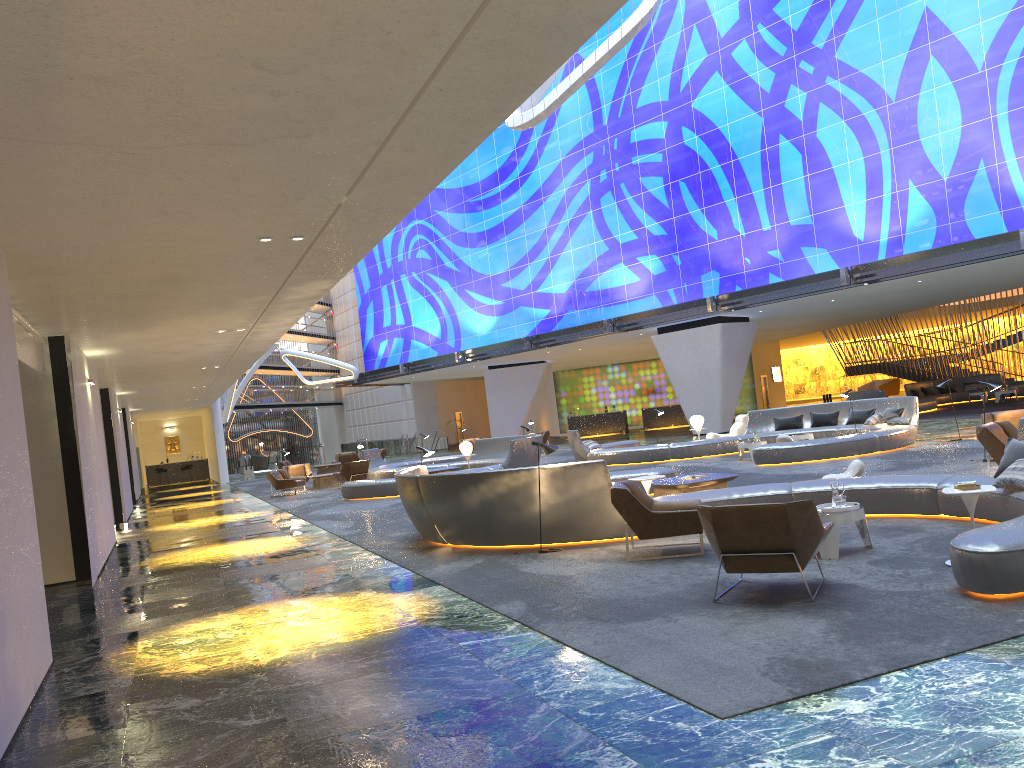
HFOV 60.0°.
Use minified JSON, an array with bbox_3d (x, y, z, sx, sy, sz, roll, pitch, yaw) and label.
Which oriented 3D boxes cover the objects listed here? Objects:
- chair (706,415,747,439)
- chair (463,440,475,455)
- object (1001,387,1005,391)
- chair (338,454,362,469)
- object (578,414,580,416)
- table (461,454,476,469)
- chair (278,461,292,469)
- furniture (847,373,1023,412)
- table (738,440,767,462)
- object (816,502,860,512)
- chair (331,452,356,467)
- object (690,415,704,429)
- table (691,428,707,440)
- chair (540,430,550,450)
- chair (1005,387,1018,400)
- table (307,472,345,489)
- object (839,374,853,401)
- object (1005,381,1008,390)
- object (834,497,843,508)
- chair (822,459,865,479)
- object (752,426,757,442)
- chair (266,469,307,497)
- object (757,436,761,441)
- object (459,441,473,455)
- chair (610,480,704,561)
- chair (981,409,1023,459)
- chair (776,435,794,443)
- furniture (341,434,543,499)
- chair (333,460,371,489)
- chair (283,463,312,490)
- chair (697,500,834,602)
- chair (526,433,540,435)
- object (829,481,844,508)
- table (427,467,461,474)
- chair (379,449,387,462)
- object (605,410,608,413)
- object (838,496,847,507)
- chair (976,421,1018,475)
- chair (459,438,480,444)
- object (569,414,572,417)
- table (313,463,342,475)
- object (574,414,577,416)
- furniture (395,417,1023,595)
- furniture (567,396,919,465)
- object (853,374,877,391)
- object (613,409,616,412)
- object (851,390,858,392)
[{"bbox_3d":[5.862,1.313,23.886,1.157,0.882,0.729,-7,-1,-2],"label":"chair"},{"bbox_3d":[-1.358,2.522,33.943,0.939,0.766,0.929,-7,-1,12],"label":"chair"},{"bbox_3d":[17.736,0.186,32.031,0.151,0.118,0.071,-7,0,14],"label":"object"},{"bbox_3d":[-6.200,3.098,34.550,0.931,0.766,0.937,-7,-1,30],"label":"chair"},{"bbox_3d":[3.484,1.603,45.996,0.072,0.070,0.073,-7,-1,13],"label":"object"},{"bbox_3d":[-1.191,2.271,24.602,0.417,0.595,0.428,-6,-1,-23],"label":"table"},{"bbox_3d":[-8.667,3.398,35.069,0.939,0.766,0.929,-7,-1,3],"label":"chair"},{"bbox_3d":[15.320,0.446,33.113,9.923,0.969,5.189,-6,-2,-5],"label":"furniture"},{"bbox_3d":[5.230,1.480,19.401,0.672,0.406,0.672,-7,-2,30],"label":"table"},{"bbox_3d":[3.046,1.151,8.285,0.380,0.038,0.382,-6,-2,-30],"label":"object"},{"bbox_3d":[-7.047,3.286,37.375,0.929,0.766,0.939,-7,-1,5],"label":"chair"},{"bbox_3d":[5.104,1.048,24.443,0.366,0.387,0.318,-6,-1,-40],"label":"object"},{"bbox_3d":[5.167,1.537,24.494,0.428,0.595,0.417,-7,-1,42],"label":"table"},{"bbox_3d":[1.036,2.302,35.645,0.938,0.766,0.930,-6,-1,-13],"label":"chair"},{"bbox_3d":[18.247,0.357,32.475,0.491,0.501,0.587,-6,-1,-5],"label":"chair"},{"bbox_3d":[-5.684,2.991,27.415,1.201,0.392,1.205,-6,-2,-22],"label":"table"},{"bbox_3d":[18.095,0.285,47.954,0.477,1.664,1.203,-7,0,33],"label":"object"},{"bbox_3d":[17.805,0.054,31.902,0.076,0.356,0.066,-7,0,-30],"label":"object"},{"bbox_3d":[3.019,1.107,8.188,0.071,0.118,0.071,-6,-1,-39],"label":"object"},{"bbox_3d":[4.452,1.279,11.839,0.587,0.501,0.490,-7,-1,13],"label":"chair"},{"bbox_3d":[5.307,1.086,19.331,0.076,0.356,0.066,-7,0,35],"label":"object"},{"bbox_3d":[-6.567,2.860,25.821,0.939,0.766,0.929,-7,-1,12],"label":"chair"},{"bbox_3d":[5.401,1.199,19.461,0.071,0.118,0.151,-6,-1,-12],"label":"object"},{"bbox_3d":[-1.274,1.784,24.558,0.366,0.387,0.318,-6,-1,-15],"label":"object"},{"bbox_3d":[1.560,1.398,9.331,0.939,0.766,0.929,-7,-1,12],"label":"chair"},{"bbox_3d":[7.956,0.811,13.930,0.930,0.766,0.938,-7,-1,20],"label":"chair"},{"bbox_3d":[6.327,1.317,19.714,0.586,0.501,1.782,-7,-2,32],"label":"chair"},{"bbox_3d":[-1.915,2.177,25.332,5.183,0.969,9.934,-6,-2,-5],"label":"furniture"},{"bbox_3d":[-4.616,2.637,25.864,0.928,0.766,0.940,-6,-1,-38],"label":"chair"},{"bbox_3d":[-6.859,2.974,28.340,0.928,0.766,0.940,-6,-1,-16],"label":"chair"},{"bbox_3d":[2.017,1.271,7.022,0.931,0.766,0.937,-7,-1,28],"label":"chair"},{"bbox_3d":[0.593,2.300,33.986,0.928,0.766,0.940,-6,-1,-38],"label":"chair"},{"bbox_3d":[3.051,1.041,8.334,0.130,0.252,0.103,-6,0,-39],"label":"object"},{"bbox_3d":[-1.977,2.429,23.164,1.201,0.392,1.205,-6,-2,-21],"label":"table"},{"bbox_3d":[-5.623,3.092,36.427,0.937,0.766,0.931,-6,-1,-20],"label":"chair"},{"bbox_3d":[4.856,1.396,45.606,0.150,0.145,0.150,-7,-1,12],"label":"object"},{"bbox_3d":[3.079,1.102,8.240,0.071,0.118,0.071,-7,0,36],"label":"object"},{"bbox_3d":[6.754,0.877,11.701,0.928,0.766,0.940,-6,-1,-43],"label":"chair"},{"bbox_3d":[-1.651,2.637,36.463,0.928,0.766,0.940,-6,-1,-16],"label":"chair"},{"bbox_3d":[3.048,1.617,46.099,0.149,0.150,0.149,-7,-1,13],"label":"object"},{"bbox_3d":[-7.409,3.460,35.879,1.203,0.392,1.204,-6,-2,-4],"label":"table"},{"bbox_3d":[3.289,1.608,46.043,0.108,0.108,0.111,-7,-1,13],"label":"object"},{"bbox_3d":[1.917,1.265,10.687,5.178,0.969,9.945,-6,-2,-25],"label":"furniture"},{"bbox_3d":[5.331,1.240,22.110,5.177,0.969,9.946,-6,-2,-30],"label":"furniture"},{"bbox_3d":[19.153,0.165,47.967,1.204,1.664,0.476,-6,0,-12],"label":"object"},{"bbox_3d":[5.255,1.348,45.532,0.150,0.145,0.150,-7,-1,12],"label":"object"},{"bbox_3d":[13.102,0.434,33.901,0.318,0.387,0.367,-6,-1,-15],"label":"object"}]
